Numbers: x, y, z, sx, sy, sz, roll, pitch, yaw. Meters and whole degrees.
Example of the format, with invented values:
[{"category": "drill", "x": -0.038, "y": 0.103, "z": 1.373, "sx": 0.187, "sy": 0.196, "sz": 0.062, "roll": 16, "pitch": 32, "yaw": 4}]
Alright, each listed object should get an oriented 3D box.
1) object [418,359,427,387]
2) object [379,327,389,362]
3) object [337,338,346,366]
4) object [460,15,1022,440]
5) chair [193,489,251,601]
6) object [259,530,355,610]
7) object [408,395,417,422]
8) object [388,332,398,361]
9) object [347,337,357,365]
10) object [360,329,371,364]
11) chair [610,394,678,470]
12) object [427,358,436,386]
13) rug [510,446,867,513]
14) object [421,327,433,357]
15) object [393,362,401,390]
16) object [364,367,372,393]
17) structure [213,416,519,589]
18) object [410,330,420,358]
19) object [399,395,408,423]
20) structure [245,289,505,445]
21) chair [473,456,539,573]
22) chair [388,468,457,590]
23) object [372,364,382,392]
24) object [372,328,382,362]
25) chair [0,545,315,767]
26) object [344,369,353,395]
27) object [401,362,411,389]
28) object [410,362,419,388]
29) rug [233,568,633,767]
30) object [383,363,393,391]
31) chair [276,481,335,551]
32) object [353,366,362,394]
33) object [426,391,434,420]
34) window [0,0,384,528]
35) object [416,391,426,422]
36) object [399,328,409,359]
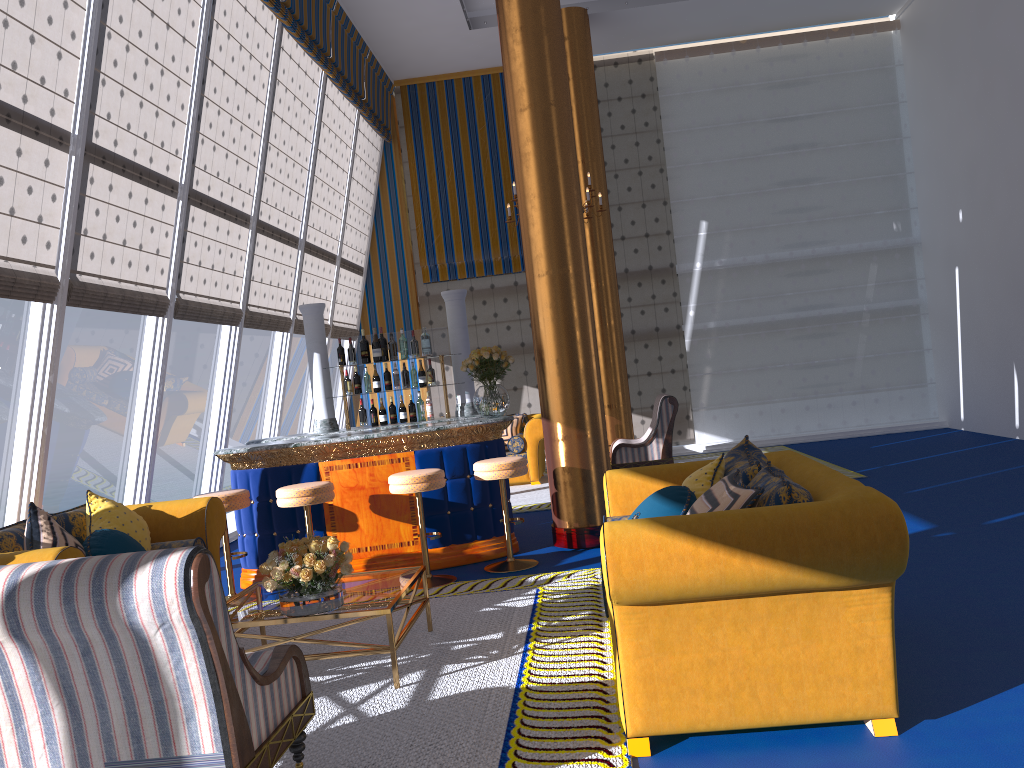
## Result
[{"category": "object", "x": -0.794, "y": -0.094, "z": 7.808, "sx": 0.069, "sy": 0.244, "sz": 0.068, "roll": -7, "pitch": 1, "yaw": -15}, {"category": "object", "x": -1.135, "y": -0.348, "z": 7.781, "sx": 0.081, "sy": 0.303, "sz": 0.082, "roll": -6, "pitch": 1, "yaw": 21}, {"category": "object", "x": -1.503, "y": -0.281, "z": 7.794, "sx": 0.065, "sy": 0.244, "sz": 0.065, "roll": -6, "pitch": 1, "yaw": 8}, {"category": "object", "x": 0.308, "y": -6.941, "z": 5.052, "sx": 63.044, "sy": 33.610, "sz": 63.489, "roll": -6, "pitch": 1, "yaw": 11}, {"category": "chair", "x": -2.018, "y": 1.151, "z": 6.272, "sx": 0.394, "sy": 0.782, "sz": 0.402, "roll": -5, "pitch": 1, "yaw": 42}, {"category": "object", "x": -1.020, "y": 0.923, "z": 4.422, "sx": 0.457, "sy": 0.388, "sz": 0.501, "roll": -7, "pitch": 1, "yaw": -15}, {"category": "object", "x": -0.881, "y": 0.215, "z": 7.824, "sx": 0.066, "sy": 0.244, "sz": 0.065, "roll": -7, "pitch": 1, "yaw": -15}, {"category": "object", "x": -1.047, "y": -0.329, "z": 7.777, "sx": 0.077, "sy": 0.248, "sz": 0.075, "roll": -7, "pitch": 1, "yaw": -32}, {"category": "object", "x": -1.417, "y": -0.291, "z": 7.832, "sx": 0.073, "sy": 0.246, "sz": 0.071, "roll": -7, "pitch": 1, "yaw": -37}, {"category": "object", "x": -1.291, "y": -0.330, "z": 7.766, "sx": 0.081, "sy": 0.303, "sz": 0.081, "roll": -6, "pitch": 1, "yaw": 10}, {"category": "chair", "x": 1.457, "y": 0.628, "z": 9.839, "sx": 0.783, "sy": 0.967, "sz": 0.795, "roll": -6, "pitch": 1, "yaw": 4}, {"category": "object", "x": -0.714, "y": -0.103, "z": 7.806, "sx": 0.071, "sy": 0.244, "sz": 0.072, "roll": -6, "pitch": 1, "yaw": 25}, {"category": "rug", "x": 0.528, "y": 1.227, "z": 10.680, "sx": 6.249, "sy": 0.011, "sz": 3.597, "roll": -6, "pitch": 0, "yaw": 4}, {"category": "object", "x": -0.759, "y": -0.373, "z": 7.831, "sx": 0.092, "sy": 0.259, "sz": 0.091, "roll": -7, "pitch": 1, "yaw": -13}, {"category": "object", "x": -1.013, "y": -0.070, "z": 7.768, "sx": 0.057, "sy": 0.239, "sz": 0.056, "roll": -7, "pitch": 1, "yaw": -21}, {"category": "object", "x": -1.266, "y": -0.037, "z": 7.762, "sx": 0.059, "sy": 0.230, "sz": 0.058, "roll": -7, "pitch": 1, "yaw": -37}, {"category": "structure", "x": -1.063, "y": 0.902, "z": 6.859, "sx": 2.317, "sy": 1.065, "sz": 0.767, "roll": -6, "pitch": 1, "yaw": -7}, {"category": "object", "x": -0.859, "y": -0.353, "z": 7.797, "sx": 0.073, "sy": 0.246, "sz": 0.071, "roll": -7, "pitch": 1, "yaw": -37}, {"category": "object", "x": -0.964, "y": 0.221, "z": 7.808, "sx": 0.069, "sy": 0.244, "sz": 0.068, "roll": -7, "pitch": 1, "yaw": -15}, {"category": "structure", "x": -1.212, "y": 0.341, "z": 7.929, "sx": 2.315, "sy": 2.196, "sz": 0.768, "roll": -6, "pitch": 1, "yaw": -5}, {"category": "chair", "x": -0.048, "y": 0.930, "z": 6.422, "sx": 0.401, "sy": 0.782, "sz": 0.395, "roll": -7, "pitch": 1, "yaw": -25}, {"category": "chair", "x": -0.626, "y": 0.996, "z": 6.181, "sx": 0.402, "sy": 0.782, "sz": 0.394, "roll": -7, "pitch": 1, "yaw": -37}, {"category": "object", "x": -1.188, "y": -0.050, "z": 7.759, "sx": 0.069, "sy": 0.244, "sz": 0.068, "roll": -7, "pitch": 1, "yaw": -15}, {"category": "object", "x": -1.186, "y": -0.341, "z": 7.759, "sx": 0.085, "sy": 0.303, "sz": 0.085, "roll": -6, "pitch": 1, "yaw": -2}, {"category": "chair", "x": -1.167, "y": 0.975, "z": 2.835, "sx": 0.793, "sy": 0.967, "sz": 0.785, "roll": -6, "pitch": 1, "yaw": 4}, {"category": "object", "x": -1.431, "y": -0.015, "z": 7.732, "sx": 0.066, "sy": 0.225, "sz": 0.065, "roll": -7, "pitch": 1, "yaw": -27}, {"category": "object", "x": -0.937, "y": -0.074, "z": 7.794, "sx": 0.072, "sy": 0.232, "sz": 0.071, "roll": -7, "pitch": 1, "yaw": -17}, {"category": "object", "x": -0.864, "y": -0.082, "z": 7.811, "sx": 0.059, "sy": 0.230, "sz": 0.058, "roll": -7, "pitch": 1, "yaw": -37}, {"category": "rug", "x": -1.364, "y": 1.497, "z": 3.031, "sx": 3.587, "sy": 0.010, "sz": 6.263, "roll": -6, "pitch": 0, "yaw": 4}, {"category": "object", "x": -1.092, "y": -0.064, "z": 7.769, "sx": 0.066, "sy": 0.244, "sz": 0.065, "roll": -7, "pitch": 1, "yaw": -15}, {"category": "chair", "x": -1.391, "y": 1.082, "z": 6.134, "sx": 0.394, "sy": 0.782, "sz": 0.402, "roll": -5, "pitch": 1, "yaw": 42}, {"category": "object", "x": -1.355, "y": -0.034, "z": 7.753, "sx": 0.066, "sy": 0.244, "sz": 0.065, "roll": -7, "pitch": 1, "yaw": -15}, {"category": "object", "x": -0.731, "y": 0.191, "z": 7.856, "sx": 0.061, "sy": 0.258, "sz": 0.061, "roll": -6, "pitch": 1, "yaw": 5}, {"category": "window", "x": -2.870, "y": -1.305, "z": 5.702, "sx": 1.616, "sy": 5.857, "sz": 15.483, "roll": -6, "pitch": 1, "yaw": 5}, {"category": "object", "x": -0.809, "y": 0.195, "z": 7.851, "sx": 0.069, "sy": 0.269, "sz": 0.068, "roll": -7, "pitch": 1, "yaw": -35}, {"category": "object", "x": -0.952, "y": -0.353, "z": 7.764, "sx": 0.069, "sy": 0.271, "sz": 0.069, "roll": -6, "pitch": 1, "yaw": 15}]
